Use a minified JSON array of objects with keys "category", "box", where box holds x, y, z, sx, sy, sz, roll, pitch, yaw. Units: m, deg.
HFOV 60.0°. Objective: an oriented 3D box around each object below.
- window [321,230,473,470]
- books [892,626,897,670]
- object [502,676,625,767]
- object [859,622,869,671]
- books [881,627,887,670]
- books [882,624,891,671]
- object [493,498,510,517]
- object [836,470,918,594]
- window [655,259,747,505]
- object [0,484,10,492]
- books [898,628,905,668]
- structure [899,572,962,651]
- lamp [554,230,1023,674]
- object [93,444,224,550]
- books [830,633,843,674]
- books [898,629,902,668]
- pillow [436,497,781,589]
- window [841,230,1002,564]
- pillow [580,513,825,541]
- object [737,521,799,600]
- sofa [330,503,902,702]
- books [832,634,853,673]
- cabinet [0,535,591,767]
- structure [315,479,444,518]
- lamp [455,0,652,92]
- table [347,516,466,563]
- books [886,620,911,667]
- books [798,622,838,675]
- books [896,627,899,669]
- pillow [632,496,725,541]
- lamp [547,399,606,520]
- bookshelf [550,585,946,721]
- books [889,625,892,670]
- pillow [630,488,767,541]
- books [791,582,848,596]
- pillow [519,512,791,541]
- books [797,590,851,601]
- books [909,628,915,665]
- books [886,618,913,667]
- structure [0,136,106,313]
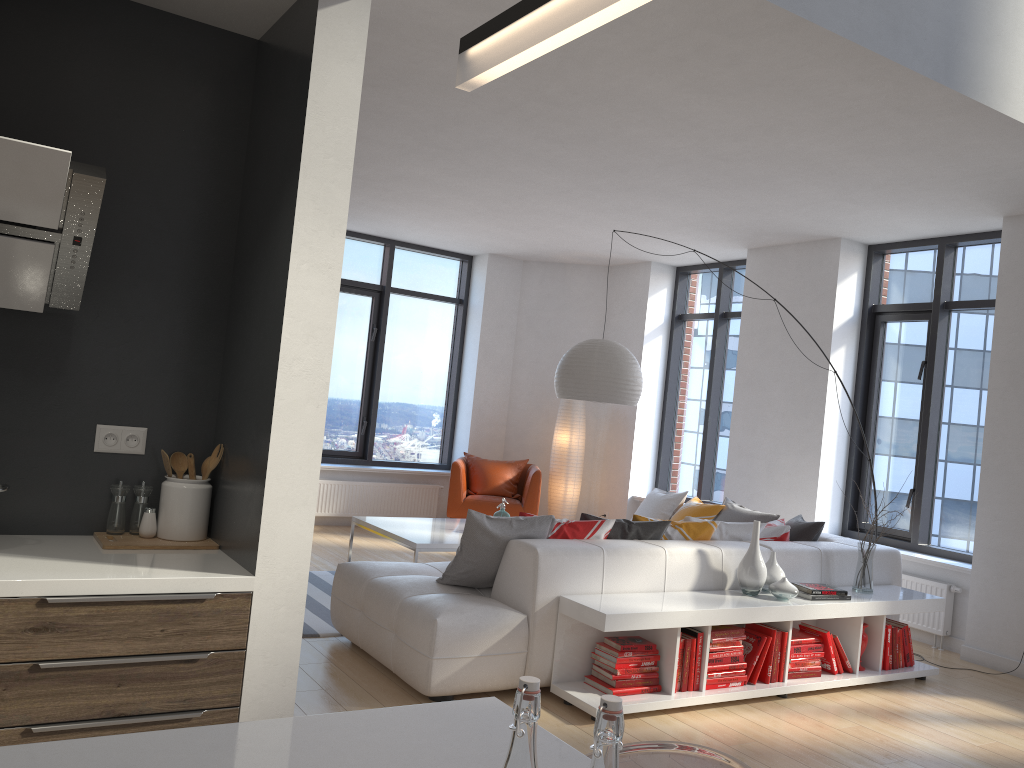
[{"category":"window","box":[-1.423,-0.336,9.422,1.960,2.402,0.170,7,-2,-32]},{"category":"books","box":[2.181,1.538,5.255,0.076,0.252,0.199,7,-2,-32]},{"category":"object","box":[0.091,0.431,0.960,0.148,0.267,0.323,5,-2,23]},{"category":"object","box":[1.988,1.511,5.127,0.125,0.258,0.125,5,-2,35]},{"category":"books","box":[2.101,1.528,5.188,0.026,0.250,0.168,7,-2,-32]},{"category":"books","box":[2.129,1.522,5.215,0.050,0.268,0.198,7,-2,-32]},{"category":"object","box":[-0.145,0.949,6.395,0.330,0.265,0.330,6,-1,-8]},{"category":"object","box":[2.162,0.864,5.221,0.406,0.744,0.607,6,-1,8]},{"category":"window","box":[2.008,0.002,8.718,0.170,2.402,1.310,7,-2,-32]},{"category":"object","box":[-1.556,0.311,2.357,0.315,0.223,0.288,6,-1,9]},{"category":"books","box":[2.255,1.556,5.300,0.083,0.233,0.178,7,-2,-32]},{"category":"structure","box":[2.804,1.609,6.526,0.110,0.460,1.015,7,-2,-32]},{"category":"lamp","box":[1.852,0.397,5.983,3.199,2.647,0.710,6,-1,4]},{"category":"object","box":[-1.073,0.329,2.720,0.330,0.316,0.221,7,-2,-32]},{"category":"books","box":[1.761,1.498,4.999,0.148,0.232,0.171,7,-2,-30]},{"category":"books","box":[2.237,1.555,5.284,0.081,0.230,0.165,7,-2,-32]},{"category":"pillow","box":[0.682,0.951,5.500,2.953,0.453,0.647,7,-2,-44]},{"category":"window","box":[3.226,0.079,6.768,0.170,2.402,1.310,7,-2,-32]},{"category":"pillow","box":[1.210,1.009,5.450,2.120,0.436,0.608,7,-2,-36]},{"category":"object","box":[1.380,0.948,4.829,0.316,0.398,0.319,6,-1,-8]},{"category":"sofa","box":[0.401,1.208,5.910,3.424,0.732,2.614,7,-2,-32]},{"category":"books","box":[1.808,1.510,5.028,0.186,0.223,0.188,7,-2,-32]},{"category":"cabinet","box":[-0.611,0.074,0.364,2.402,2.501,4.694,7,-2,-32]},{"category":"structure","box":[-1.384,1.239,9.120,1.474,0.460,0.110,7,-2,-32]},{"category":"lamp","box":[0.243,-0.713,0.652,0.020,0.756,0.998,7,-2,-32]},{"category":"table","box":[-0.460,1.268,6.393,1.091,0.435,1.091,7,-2,-32]},{"category":"books","box":[2.286,1.552,5.327,0.119,0.249,0.187,7,-2,-32]},{"category":"books","box":[1.719,1.484,4.979,0.134,0.248,0.192,7,-2,-32]},{"category":"books","box":[2.211,1.545,5.261,0.066,0.247,0.175,7,-2,-32]},{"category":"pillow","box":[1.093,1.027,6.011,0.630,0.440,2.095,6,-1,15]},{"category":"lamp","box":[0.754,0.914,9.133,0.804,1.550,0.502,5,-2,18]},{"category":"bookshelf","box":[1.393,1.399,4.786,2.600,0.500,0.356,7,-2,-32]},{"category":"books","box":[2.156,1.531,5.229,0.056,0.262,0.185,7,-2,-32]},{"category":"pillow","box":[1.130,1.020,6.328,0.580,0.456,2.156,6,-1,-6]},{"category":"books","box":[1.713,1.145,4.949,0.238,0.027,0.188,6,-2,-19]},{"category":"pillow","box":[0.936,1.003,5.270,2.250,0.449,0.575,7,-2,-35]},{"category":"books","box":[1.698,1.171,4.970,0.300,0.026,0.245,7,-2,-27]},{"category":"books","box":[2.338,1.568,5.367,0.103,0.230,0.173,7,-2,-32]},{"category":"books","box":[2.312,1.552,5.348,0.116,0.255,0.198,7,-2,-32]},{"category":"structure","box":[-1.537,-0.733,2.279,0.898,0.998,0.407,7,-2,-32]}]
